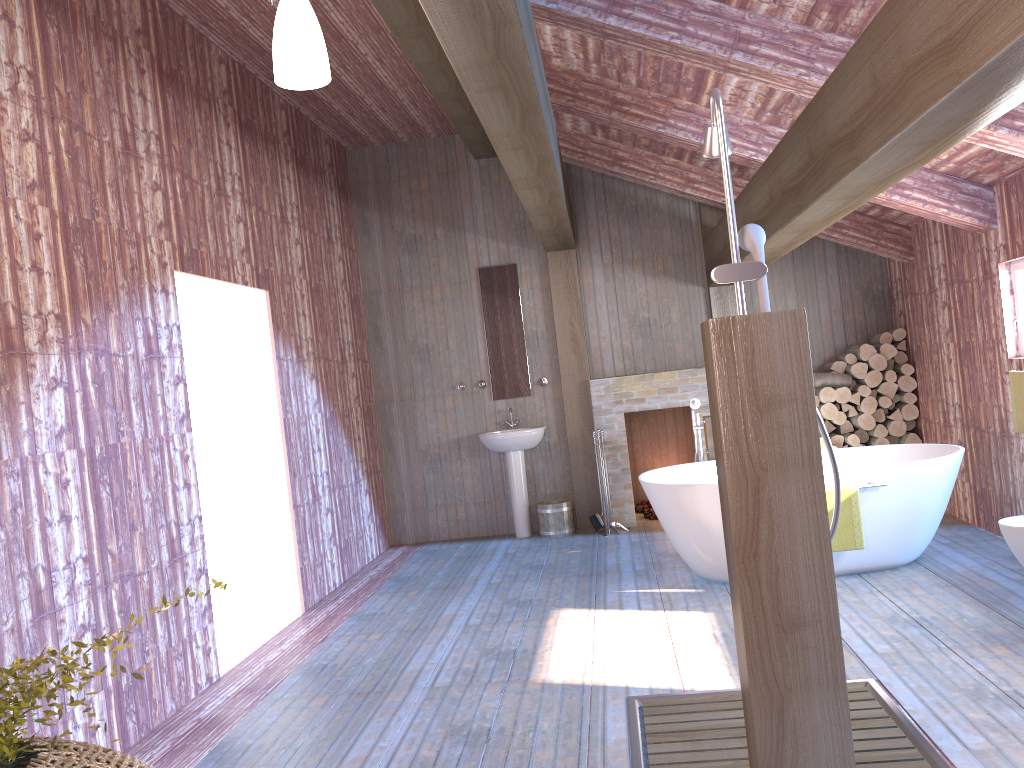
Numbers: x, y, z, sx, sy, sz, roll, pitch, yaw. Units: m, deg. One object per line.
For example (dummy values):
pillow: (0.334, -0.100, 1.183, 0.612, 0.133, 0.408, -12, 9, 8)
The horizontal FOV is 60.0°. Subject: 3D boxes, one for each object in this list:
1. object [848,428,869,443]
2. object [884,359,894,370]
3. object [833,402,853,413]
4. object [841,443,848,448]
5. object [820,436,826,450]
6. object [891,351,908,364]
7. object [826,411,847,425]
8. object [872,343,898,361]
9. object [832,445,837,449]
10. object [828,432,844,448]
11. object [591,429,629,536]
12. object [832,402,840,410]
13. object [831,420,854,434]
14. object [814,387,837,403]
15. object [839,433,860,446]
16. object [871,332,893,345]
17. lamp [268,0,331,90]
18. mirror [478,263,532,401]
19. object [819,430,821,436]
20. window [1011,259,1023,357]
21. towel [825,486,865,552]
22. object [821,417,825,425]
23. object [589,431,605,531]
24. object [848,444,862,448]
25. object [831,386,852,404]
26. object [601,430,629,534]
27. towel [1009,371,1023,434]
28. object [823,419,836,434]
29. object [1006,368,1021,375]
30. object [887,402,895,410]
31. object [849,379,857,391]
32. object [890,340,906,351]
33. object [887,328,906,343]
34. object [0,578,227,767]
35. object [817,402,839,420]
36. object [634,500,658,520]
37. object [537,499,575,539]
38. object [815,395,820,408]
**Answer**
object: (2.902, 0.429, 7.481, 0.116, 0.118, 0.289, -6, 0, 4)
object: (3.103, -0.153, 7.454, 0.132, 0.119, 0.319, -6, 0, 8)
object: (2.758, 0.188, 7.393, 0.088, 0.092, 0.280, -6, 0, 7)
object: (2.722, 0.540, 7.406, 0.086, 0.089, 0.279, -6, 0, 4)
object: (2.542, 0.491, 7.437, 0.139, 0.148, 0.458, -6, 0, 7)
object: (3.196, -0.219, 7.379, 0.107, 0.115, 0.269, -6, 0, 7)
object: (2.695, 0.273, 7.397, 0.115, 0.123, 0.291, -6, 0, 7)
object: (3.067, -0.266, 7.376, 0.133, 0.142, 0.456, -6, 0, 7)
object: (2.629, 0.548, 7.409, 0.098, 0.100, 0.437, -6, 0, 4)
object: (2.681, 0.467, 7.410, 0.114, 0.120, 0.303, -6, 0, 7)
object: (0.759, 0.823, 7.555, 0.333, 0.888, 0.276, -7, 0, -42)
object: (2.681, 0.188, 7.386, 0.057, 0.061, 0.156, -6, 0, 6)
object: (2.787, 0.355, 7.492, 0.104, 0.127, 0.321, -6, 0, 7)
object: (2.589, 0.082, 7.414, 0.135, 0.145, 0.439, -6, 0, 7)
object: (2.782, 0.452, 7.394, 0.098, 0.100, 0.437, -6, 0, 4)
object: (3.077, -0.366, 7.388, 0.104, 0.121, 0.270, -6, 0, 7)
lamp: (-0.712, -1.449, 2.783, 0.174, 1.001, 0.174, -6, 0, -13)
mirror: (-0.065, -0.466, 7.935, 0.350, 1.199, 0.009, -6, 0, 6)
object: (2.539, 0.398, 7.430, 0.064, 0.068, 0.174, -6, 0, 6)
window: (3.005, -0.443, 4.768, 0.054, 0.587, 1.255, -6, 0, 7)
towel: (1.794, 0.774, 5.029, 0.370, 0.361, 0.032, -6, 0, 3)
object: (2.523, 0.318, 7.430, 0.111, 0.113, 0.301, -6, 0, 6)
object: (0.683, 0.821, 7.511, 0.136, 0.846, 0.062, -6, 0, -12)
object: (2.832, 0.543, 7.395, 0.111, 0.113, 0.301, -6, 0, 5)
object: (2.704, 0.083, 7.401, 0.138, 0.147, 0.440, -6, 0, 7)
object: (0.828, 0.818, 7.483, 0.126, 0.871, 0.206, -7, 0, -41)
towel: (2.920, 0.106, 5.015, 0.032, 0.361, 0.370, -6, 0, 7)
object: (2.638, 0.357, 7.506, 0.128, 0.150, 0.323, -6, 0, 6)
object: (2.936, -0.064, 5.006, 0.091, 0.043, 0.581, -6, 0, 7)
object: (3.110, 0.176, 7.345, 0.067, 0.069, 0.177, -6, 0, 6)
object: (2.807, -0.007, 7.484, 0.121, 0.124, 0.291, -6, 0, 7)
object: (3.195, -0.316, 7.393, 0.081, 0.100, 0.281, -6, 0, 6)
object: (3.180, -0.401, 7.378, 0.112, 0.113, 0.271, -6, 0, 6)
object: (-1.004, 0.962, 1.654, 0.972, 1.073, 0.970, -6, 0, -13)
object: (2.591, 0.219, 7.410, 0.141, 0.143, 0.437, -6, 0, 4)
object: (1.544, 1.150, 8.367, 0.829, 0.085, 0.935, -6, 0, -11)
object: (0.379, 1.164, 7.678, 0.309, 0.290, 0.308, -6, 0, 16)
object: (2.499, 0.140, 7.429, 0.106, 0.112, 0.282, -6, 0, 7)
